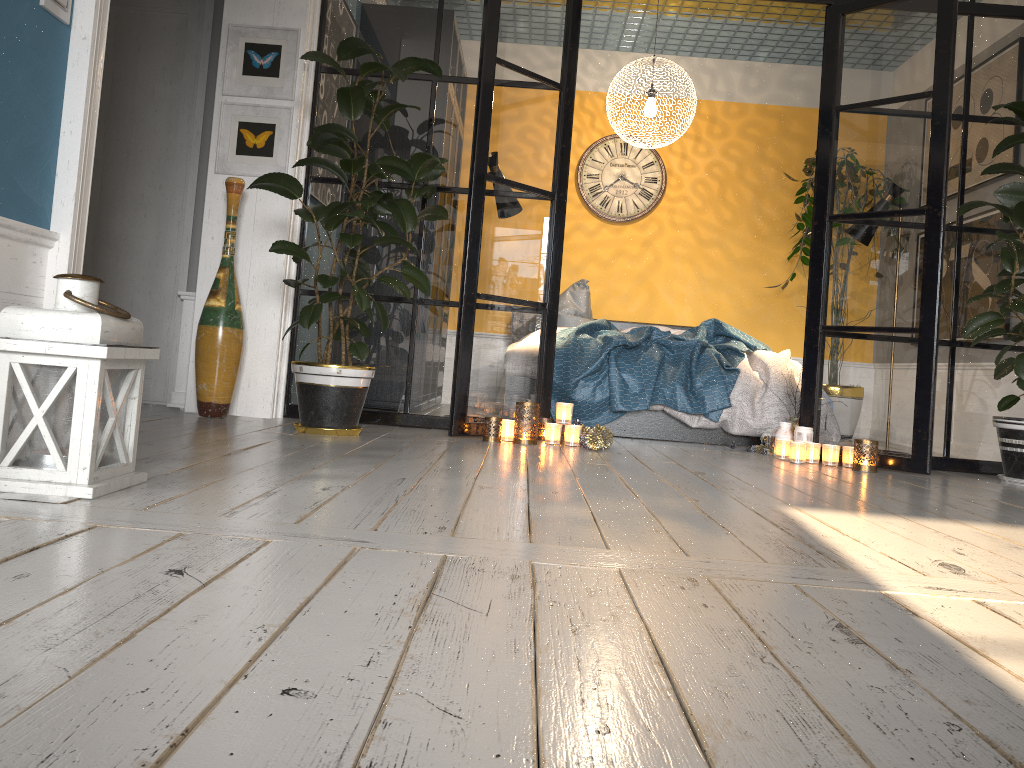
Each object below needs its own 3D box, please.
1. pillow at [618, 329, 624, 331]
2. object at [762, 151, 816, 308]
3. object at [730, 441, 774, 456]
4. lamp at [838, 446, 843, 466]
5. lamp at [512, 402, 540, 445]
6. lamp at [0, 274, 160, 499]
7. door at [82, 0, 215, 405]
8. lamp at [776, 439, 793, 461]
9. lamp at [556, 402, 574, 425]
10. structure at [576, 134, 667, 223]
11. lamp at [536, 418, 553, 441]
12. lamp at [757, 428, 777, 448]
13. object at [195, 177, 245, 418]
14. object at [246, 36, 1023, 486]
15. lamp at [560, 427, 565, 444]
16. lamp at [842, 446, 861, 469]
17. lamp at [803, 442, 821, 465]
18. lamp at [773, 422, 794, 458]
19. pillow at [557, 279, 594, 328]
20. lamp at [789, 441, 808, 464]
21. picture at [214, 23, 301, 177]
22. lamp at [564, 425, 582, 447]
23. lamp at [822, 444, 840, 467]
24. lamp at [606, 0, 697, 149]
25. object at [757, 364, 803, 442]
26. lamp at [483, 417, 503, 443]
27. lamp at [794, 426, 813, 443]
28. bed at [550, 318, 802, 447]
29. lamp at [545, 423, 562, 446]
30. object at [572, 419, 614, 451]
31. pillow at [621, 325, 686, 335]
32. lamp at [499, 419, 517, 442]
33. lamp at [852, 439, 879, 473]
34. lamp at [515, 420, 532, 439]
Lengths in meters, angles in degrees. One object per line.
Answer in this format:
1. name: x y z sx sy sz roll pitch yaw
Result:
1. pillow: 1.093 -0.265 6.742 0.776 0.297 0.526 5 0 1
2. object: 2.493 -0.700 6.661 1.342 2.210 1.248 5 -2 -13
3. object: 1.256 0.336 4.634 0.087 0.054 0.327 4 1 -35
4. lamp: 1.546 0.342 4.227 0.063 0.091 0.063 5 -2 -18
5. lamp: 0.066 0.179 4.031 0.115 0.187 0.114 5 -2 -1
6. lamp: -1.005 -0.011 2.007 0.287 0.479 0.286 5 -2 0
7. door: -2.159 -1.077 4.757 1.037 2.313 0.177 5 -3 1
8. lamp: 1.315 0.319 4.282 0.080 0.099 0.081 5 -1 -35
9. lamp: 0.242 0.138 4.090 0.081 0.099 0.080 4 -2 41
10. structure: 0.884 -1.662 7.138 0.727 0.726 0.070 5 -3 1
11. lamp: 0.159 0.221 4.324 0.081 0.107 0.080 5 -1 0
12. lamp: 1.353 0.302 4.638 0.108 0.131 0.096 5 -1 -29
13. object: -1.345 -0.405 4.135 0.215 1.127 0.215 5 -3 -5
14. object: 0.873 -0.560 3.977 3.895 1.800 1.009 5 -2 0
15. lamp: 0.250 0.245 4.191 0.069 0.080 0.069 4 -1 8
16. lamp: 1.580 0.343 4.121 0.081 0.099 0.080 4 -2 41
17. lamp: 1.420 0.329 4.194 0.081 0.099 0.080 4 -2 41
18. lamp: 1.355 0.281 4.405 0.092 0.180 0.092 4 -2 21
19. pillow: 0.372 -0.462 6.355 0.783 0.600 0.498 5 -1 7
20. lamp: 1.342 0.324 4.151 0.081 0.099 0.080 4 -2 41
21. picture: -1.268 -1.380 3.414 0.359 0.754 1.943 5 1 1
22. lamp: 0.281 0.240 4.083 0.081 0.099 0.080 4 -2 41
23. lamp: 1.492 0.336 4.144 0.081 0.099 0.080 4 -2 41
24. lamp: 0.969 -2.158 6.061 0.617 1.099 0.614 3 -2 41
25. object: 1.538 0.120 4.638 0.438 0.523 0.277 4 -2 41
26. lamp: -0.087 0.208 4.016 0.084 0.110 0.084 5 -1 -24
27. lamp: 1.417 0.293 4.303 0.089 0.167 0.092 6 -2 -33
28. bed: 0.907 -0.088 5.902 1.897 0.772 2.320 5 1 1
29. lamp: 0.190 0.232 4.092 0.081 0.099 0.080 4 -2 41
30. object: 0.356 0.240 4.283 0.192 0.118 0.717 5 1 -11
31. pillow: 1.063 -0.311 6.342 0.591 0.227 0.485 4 1 -40
32. lamp: -0.020 0.216 4.078 0.081 0.099 0.080 4 -2 41
33. lamp: 1.609 0.326 4.026 0.107 0.141 0.108 5 -2 -36
34. lamp: 0.051 0.220 4.135 0.081 0.099 0.080 4 -2 41
